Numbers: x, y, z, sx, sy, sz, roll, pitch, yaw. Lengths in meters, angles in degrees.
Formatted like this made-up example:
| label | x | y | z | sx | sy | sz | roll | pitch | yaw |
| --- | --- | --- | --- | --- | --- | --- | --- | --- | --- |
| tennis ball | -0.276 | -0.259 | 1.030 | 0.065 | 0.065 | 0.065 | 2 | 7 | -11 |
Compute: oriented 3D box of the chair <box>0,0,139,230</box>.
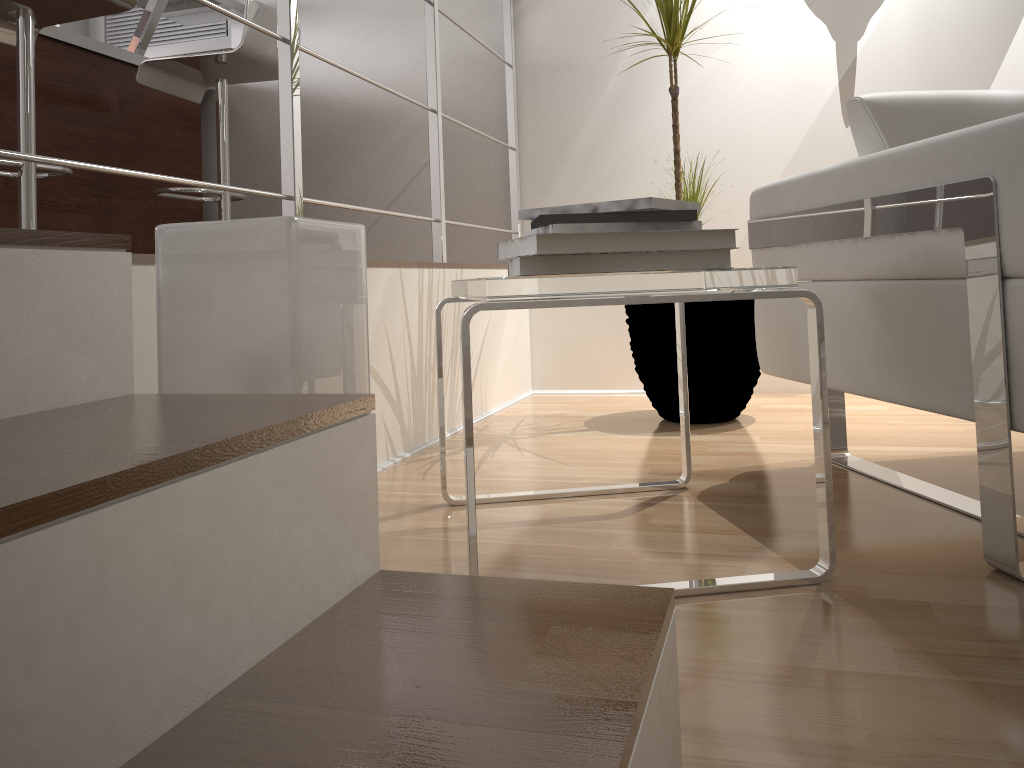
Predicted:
| label | x | y | z | sx | sy | sz | roll | pitch | yaw |
| --- | --- | --- | --- | --- | --- | --- | --- | --- | --- |
| chair | -1.165 | -0.684 | 2.119 | 0.425 | 0.851 | 0.388 | -2 | -1 | 21 |

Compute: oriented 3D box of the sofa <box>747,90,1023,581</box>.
| label | x | y | z | sx | sy | sz | roll | pitch | yaw |
| --- | --- | --- | --- | --- | --- | --- | --- | --- | --- |
| sofa | 1.440 | -0.209 | 1.520 | 1.783 | 0.742 | 0.908 | -3 | 3 | -8 |

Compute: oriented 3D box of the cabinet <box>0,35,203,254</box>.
| label | x | y | z | sx | sy | sz | roll | pitch | yaw |
| --- | --- | --- | --- | --- | --- | --- | --- | --- | --- |
| cabinet | -1.774 | -0.672 | 2.619 | 0.632 | 0.749 | 1.859 | -2 | 5 | 17 |

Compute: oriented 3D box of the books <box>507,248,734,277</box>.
| label | x | y | z | sx | sy | sz | roll | pitch | yaw |
| --- | --- | --- | --- | --- | --- | --- | --- | --- | --- |
| books | 0.144 | -0.173 | 1.267 | 0.287 | 0.027 | 0.228 | -3 | 7 | -4 |

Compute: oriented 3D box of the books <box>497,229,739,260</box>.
| label | x | y | z | sx | sy | sz | roll | pitch | yaw |
| --- | --- | --- | --- | --- | --- | --- | --- | --- | --- |
| books | 0.143 | -0.200 | 1.268 | 0.288 | 0.027 | 0.228 | -4 | 7 | -14 |

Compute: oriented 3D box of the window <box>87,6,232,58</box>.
| label | x | y | z | sx | sy | sz | roll | pitch | yaw |
| --- | --- | --- | --- | --- | --- | --- | --- | --- | --- |
| window | -1.497 | -1.977 | 3.782 | 0.842 | 1.272 | 0.141 | -2 | -2 | 16 |

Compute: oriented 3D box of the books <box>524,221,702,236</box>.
| label | x | y | z | sx | sy | sz | roll | pitch | yaw |
| --- | --- | --- | --- | --- | --- | --- | --- | --- | --- |
| books | 0.142 | -0.221 | 1.269 | 0.217 | 0.014 | 0.152 | -4 | 7 | -14 |

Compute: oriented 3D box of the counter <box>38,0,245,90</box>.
| label | x | y | z | sx | sy | sz | roll | pitch | yaw |
| --- | --- | --- | --- | --- | --- | --- | --- | --- | --- |
| counter | -1.693 | -1.223 | 2.728 | 0.837 | 0.318 | 2.115 | -1 | 7 | 17 |

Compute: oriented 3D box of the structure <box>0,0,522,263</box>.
| label | x | y | z | sx | sy | sz | roll | pitch | yaw |
| --- | --- | --- | --- | --- | --- | --- | --- | --- | --- |
| structure | -0.328 | -0.807 | 2.026 | 0.057 | 1.048 | 2.337 | -3 | 5 | 17 |

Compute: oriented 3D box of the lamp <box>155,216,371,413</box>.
| label | x | y | z | sx | sy | sz | roll | pitch | yaw |
| --- | --- | --- | --- | --- | --- | --- | --- | --- | --- |
| lamp | -0.301 | 0.037 | 1.101 | 0.198 | 0.482 | 0.192 | -3 | -1 | 17 |

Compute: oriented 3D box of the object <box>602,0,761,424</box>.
| label | x | y | z | sx | sy | sz | roll | pitch | yaw |
| --- | --- | --- | --- | --- | --- | --- | --- | --- | --- |
| object | 0.451 | -0.641 | 2.433 | 0.439 | 1.479 | 0.502 | -3 | -2 | 30 |

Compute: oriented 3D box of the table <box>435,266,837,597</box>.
| label | x | y | z | sx | sy | sz | roll | pitch | yaw |
| --- | --- | --- | --- | --- | --- | --- | --- | --- | --- |
| table | 0.134 | 0.031 | 1.350 | 0.464 | 0.401 | 0.552 | -3 | 3 | -8 |

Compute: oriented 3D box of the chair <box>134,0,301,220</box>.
| label | x | y | z | sx | sy | sz | roll | pitch | yaw |
| --- | --- | --- | --- | --- | --- | --- | --- | --- | --- |
| chair | -0.937 | -0.781 | 2.881 | 0.425 | 0.851 | 0.387 | -2 | -1 | 12 |
